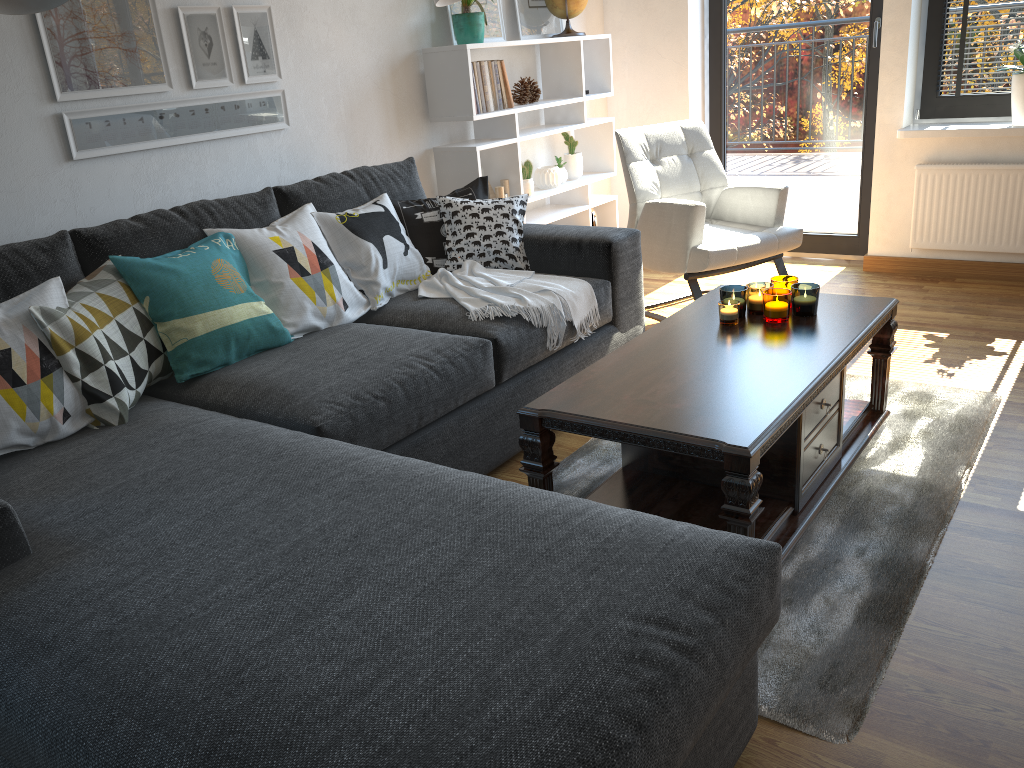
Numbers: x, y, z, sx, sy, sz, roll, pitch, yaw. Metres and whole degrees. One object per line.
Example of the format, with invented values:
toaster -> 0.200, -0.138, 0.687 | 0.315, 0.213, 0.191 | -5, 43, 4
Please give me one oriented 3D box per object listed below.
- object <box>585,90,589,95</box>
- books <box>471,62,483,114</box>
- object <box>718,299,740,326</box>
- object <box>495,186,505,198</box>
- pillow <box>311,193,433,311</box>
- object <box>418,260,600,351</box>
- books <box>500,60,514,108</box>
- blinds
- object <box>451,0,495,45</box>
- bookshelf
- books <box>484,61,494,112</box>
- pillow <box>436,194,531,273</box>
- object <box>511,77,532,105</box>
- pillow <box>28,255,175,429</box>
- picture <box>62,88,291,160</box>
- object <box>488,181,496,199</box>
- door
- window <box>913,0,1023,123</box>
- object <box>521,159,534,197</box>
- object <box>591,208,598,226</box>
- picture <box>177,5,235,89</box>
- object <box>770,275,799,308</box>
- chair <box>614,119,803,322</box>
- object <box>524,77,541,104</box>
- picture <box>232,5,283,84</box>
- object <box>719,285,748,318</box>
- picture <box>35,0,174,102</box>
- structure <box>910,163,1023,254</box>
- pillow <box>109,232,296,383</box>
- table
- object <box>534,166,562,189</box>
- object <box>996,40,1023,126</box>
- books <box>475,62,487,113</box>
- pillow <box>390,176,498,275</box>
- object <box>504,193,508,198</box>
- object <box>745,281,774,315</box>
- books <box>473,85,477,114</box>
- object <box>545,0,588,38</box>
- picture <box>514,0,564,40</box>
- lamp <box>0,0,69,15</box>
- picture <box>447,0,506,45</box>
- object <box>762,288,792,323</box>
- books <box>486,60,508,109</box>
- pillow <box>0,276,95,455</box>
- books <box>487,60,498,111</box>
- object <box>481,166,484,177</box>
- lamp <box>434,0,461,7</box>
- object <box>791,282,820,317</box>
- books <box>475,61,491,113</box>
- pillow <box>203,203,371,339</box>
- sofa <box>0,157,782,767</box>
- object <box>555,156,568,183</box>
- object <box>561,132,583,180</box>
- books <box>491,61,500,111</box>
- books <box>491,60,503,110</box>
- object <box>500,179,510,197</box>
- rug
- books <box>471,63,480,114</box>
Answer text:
object -> 0.348, -1.598, 4.525 | 0.066, 0.231, 0.075 | 1, 22, 16
books -> -0.195, -1.255, 3.769 | 0.129, 0.210, 0.035 | 10, 26, 34
object -> 0.609, -0.200, 2.489 | 0.059, 0.061, 0.059 | 13, 27, 39
object -> -0.120, -0.835, 3.958 | 0.176, 0.084, 0.078 | -3, 21, 5
pillow -> -0.448, -0.449, 2.981 | 0.265, 0.319, 0.380 | 10, 25, 34
object -> -0.075, -0.247, 2.891 | 0.605, 0.213, 0.486 | 8, 24, 31
books -> -0.069, -1.326, 3.932 | 0.132, 0.205, 0.070 | 10, 26, 35
blinds -> 2.243, -1.980, 3.772 | 0.710, 1.429, 0.049 | 10, 26, 34
object -> -0.188, -1.622, 3.715 | 0.387, 0.374, 0.422 | 4, 22, 22
bookshelf -> 0.110, -1.017, 4.289 | 0.237, 1.206, 1.185 | 10, 25, 34
books -> -0.152, -1.280, 3.828 | 0.134, 0.209, 0.048 | 10, 26, 34
pillow -> -0.088, -0.534, 3.204 | 0.358, 0.314, 0.169 | -10, 21, -12
object -> 0.040, -1.359, 4.114 | 0.102, 0.128, 0.094 | -8, 21, -7
pillow -> -1.043, -0.099, 2.230 | 0.242, 0.364, 0.452 | -4, 21, 3
picture -> -1.054, -0.857, 2.884 | 0.021, 0.136, 0.834 | 10, 25, 34
object -> -0.106, -0.876, 4.028 | 0.062, 0.109, 0.062 | 10, 25, 34
door -> 1.439, -1.775, 4.529 | 0.975, 2.286, 0.119 | 10, 26, 34
window -> 9.991, -3.647, 12.816 | 21.804, 18.461, 12.924 | -14, 22, -22
object -> 0.055, -0.950, 4.095 | 0.088, 0.173, 0.087 | -20, 26, -34
object -> 0.402, -0.830, 4.740 | 0.118, 0.248, 0.126 | 14, 28, 41
picture -> -1.002, -1.100, 2.897 | 0.021, 0.249, 0.166 | 10, 26, 34
object -> 0.799, -0.271, 2.605 | 0.079, 0.082, 0.079 | 7, 24, 30
chair -> 0.822, -0.688, 3.844 | 0.544, 0.836, 0.682 | -16, 23, -26
object -> 0.089, -1.383, 4.173 | 0.100, 0.125, 0.096 | -21, 26, -35
picture -> -0.880, -1.170, 3.056 | 0.021, 0.249, 0.166 | 10, 26, 34
object -> 0.637, -0.236, 2.551 | 0.079, 0.082, 0.079 | 7, 24, 30
picture -> -1.211, -1.120, 2.582 | 0.013, 0.536, 0.388 | 10, 26, 34
structure -> 2.515, -0.722, 3.850 | 1.455, 0.462, 0.078 | 9, 25, 33
pillow -> -0.850, -0.230, 2.460 | 0.272, 0.342, 0.412 | 9, 25, 34
table -> 0.590, 0.091, 2.393 | 0.569, 0.411, 1.175 | 10, 25, 34
object -> 0.176, -1.011, 4.337 | 0.134, 0.098, 0.132 | -3, 21, 6
object -> 2.251, -1.345, 3.820 | 0.286, 0.446, 0.338 | 4, 23, 23
books -> -0.182, -1.261, 3.786 | 0.136, 0.210, 0.044 | 10, 26, 34
pillow -> -0.269, -0.555, 3.257 | 0.449, 0.360, 0.233 | -15, 23, -25
object -> -0.038, -0.834, 3.992 | 0.040, 0.044, 0.040 | -15, 23, -25
object -> 0.714, -0.246, 2.559 | 0.079, 0.082, 0.079 | 7, 24, 30
books -> -0.217, -1.241, 3.740 | 0.128, 0.206, 0.043 | 10, 26, 34
object -> 0.267, -1.848, 4.307 | 0.216, 0.307, 0.215 | -20, 25, -33
picture -> 0.108, -1.936, 4.252 | 0.059, 0.535, 0.388 | 10, 26, 34
lamp -> -1.244, -1.162, 1.956 | 0.697, 0.673, 0.200 | 15, 29, 42
picture -> -0.183, -1.768, 3.872 | 0.059, 0.535, 0.388 | 10, 26, 34
object -> 0.740, -0.219, 2.479 | 0.079, 0.082, 0.079 | 7, 24, 30
books -> -0.091, -1.316, 3.910 | 0.128, 0.212, 0.061 | 10, 26, 35
pillow -> -1.121, -0.030, 2.006 | 0.172, 0.345, 0.358 | 10, 25, 34
books -> -0.135, -1.289, 3.848 | 0.132, 0.210, 0.044 | 10, 25, 34
object -> -0.174, -0.886, 3.942 | 0.108, 0.198, 0.108 | -23, 27, -39
lamp -> -0.423, -1.634, 3.025 | 0.697, 0.673, 0.199 | 5, 23, 26
object -> 0.829, -0.238, 2.510 | 0.079, 0.082, 0.079 | 7, 24, 30
books -> -0.164, -1.271, 3.803 | 0.133, 0.211, 0.044 | 10, 26, 35
pillow -> -0.650, -0.332, 2.729 | 0.285, 0.370, 0.435 | 10, 25, 34
sofa -> -0.224, -0.020, 2.282 | 2.160, 0.852, 2.499 | 10, 25, 34
object -> 0.241, -1.077, 4.442 | 0.072, 0.138, 0.071 | 1, 22, 16
object -> 0.309, -1.160, 4.506 | 0.098, 0.237, 0.097 | 4, 23, 23
books -> -0.123, -1.294, 3.866 | 0.131, 0.205, 0.035 | 10, 26, 34
books -> -0.112, -1.304, 3.882 | 0.133, 0.209, 0.044 | 10, 26, 34
object -> -0.030, -0.876, 4.024 | 0.039, 0.100, 0.039 | 8, 25, 31
rug -> 0.668, 0.256, 2.524 | 1.051, 0.034, 1.806 | 9, 25, 34
books -> -0.205, -1.247, 3.758 | 0.136, 0.211, 0.033 | 10, 26, 35
